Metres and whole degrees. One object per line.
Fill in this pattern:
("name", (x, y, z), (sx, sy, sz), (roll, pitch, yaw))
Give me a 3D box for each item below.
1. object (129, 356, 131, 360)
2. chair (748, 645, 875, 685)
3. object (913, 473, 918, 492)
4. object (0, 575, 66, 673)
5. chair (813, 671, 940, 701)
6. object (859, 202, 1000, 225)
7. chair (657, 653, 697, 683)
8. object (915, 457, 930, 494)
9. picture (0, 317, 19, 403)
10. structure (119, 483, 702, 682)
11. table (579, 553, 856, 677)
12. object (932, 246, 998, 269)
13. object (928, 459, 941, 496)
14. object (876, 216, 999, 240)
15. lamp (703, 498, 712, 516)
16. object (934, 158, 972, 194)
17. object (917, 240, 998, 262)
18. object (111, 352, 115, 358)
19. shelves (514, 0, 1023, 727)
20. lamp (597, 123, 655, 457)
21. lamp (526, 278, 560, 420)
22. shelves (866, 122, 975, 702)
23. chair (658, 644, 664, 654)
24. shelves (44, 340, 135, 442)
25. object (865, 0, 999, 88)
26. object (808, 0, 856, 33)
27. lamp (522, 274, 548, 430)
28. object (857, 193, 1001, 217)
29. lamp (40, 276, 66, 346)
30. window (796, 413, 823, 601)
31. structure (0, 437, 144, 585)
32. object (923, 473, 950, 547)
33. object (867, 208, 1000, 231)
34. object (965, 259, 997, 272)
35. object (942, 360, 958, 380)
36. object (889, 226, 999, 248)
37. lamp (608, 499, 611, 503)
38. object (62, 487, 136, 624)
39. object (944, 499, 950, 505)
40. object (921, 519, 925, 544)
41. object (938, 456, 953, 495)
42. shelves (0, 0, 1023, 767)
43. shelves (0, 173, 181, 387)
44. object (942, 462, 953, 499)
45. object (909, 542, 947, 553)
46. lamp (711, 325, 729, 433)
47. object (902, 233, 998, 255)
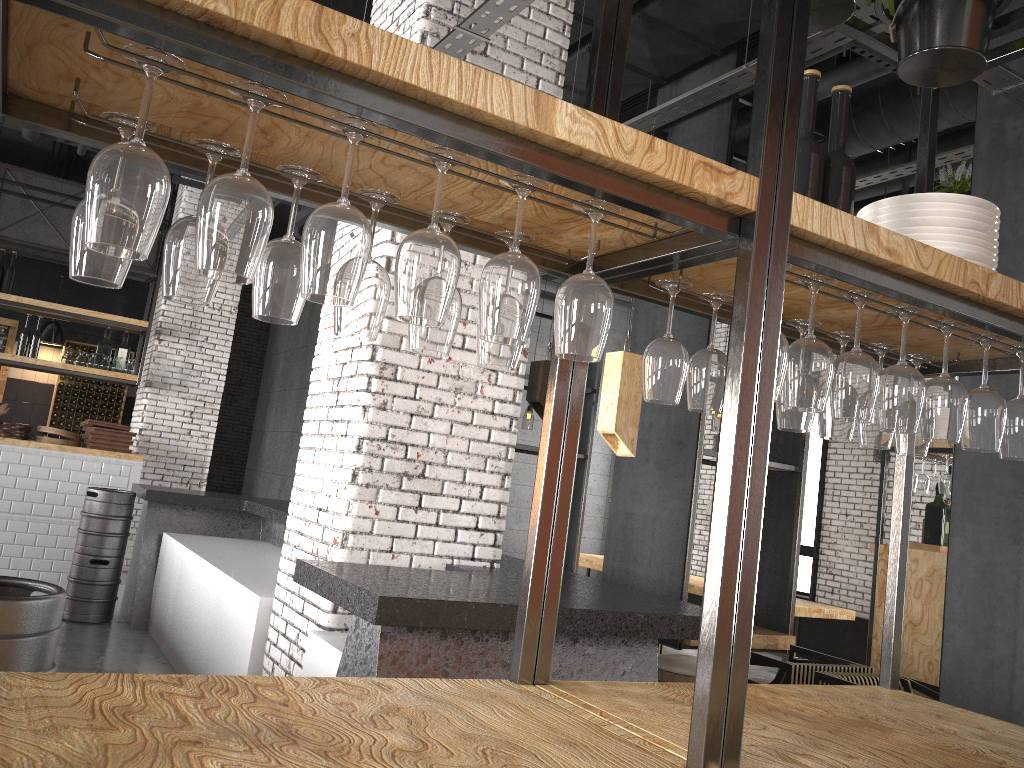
("object", (-5.417, -0.374, 12.507), (0.079, 0.079, 0.283), (12, -8, -29))
("chair", (1.607, 1.955, 5.191), (0.656, 0.732, 0.638), (12, -8, -27))
("object", (2.937, 0.657, 6.535), (0.101, 0.268, 0.100), (7, -8, 7))
("object", (-1.414, 1.024, 2.203), (0.399, 1.038, 0.396), (7, -8, 6))
("chair", (1.992, 1.925, 4.522), (0.656, 0.732, 0.638), (11, -8, -26))
("object", (1.060, -0.396, 2.272), (0.335, 0.039, 0.333), (3, -9, 36))
("chair", (0.727, 1.653, 4.069), (0.439, 0.808, 0.479), (2, -9, 34))
("object", (3.056, 0.681, 6.601), (0.101, 0.268, 0.100), (7, -8, 7))
("picture", (-7.225, -0.387, 11.795), (0.978, 1.145, 0.020), (12, -9, -29))
("structure", (-2.404, 0.989, 4.866), (4.302, 1.538, 5.871), (12, -8, -29))
("table", (1.795, 2.552, 10.020), (0.998, 0.765, 4.132), (12, -8, -29))
("object", (1.045, -0.285, 2.257), (0.335, 0.039, 0.333), (4, -8, 27))
("object", (3.182, 0.706, 6.672), (0.101, 0.268, 0.100), (7, -8, 7))
("object", (1.054, -0.358, 2.268), (0.335, 0.041, 0.333), (4, -8, 30))
("lamp", (2.484, 0.263, 9.716), (0.537, 2.412, 0.535), (7, -8, 7))
("object", (3.511, -1.370, 6.889), (0.416, 0.560, 0.466), (2, -9, 35))
("object", (1.048, -0.305, 2.259), (0.334, 0.040, 0.334), (9, -7, -7))
("object", (-5.569, -0.408, 12.400), (0.079, 0.079, 0.283), (12, -8, -29))
("shelves", (1.513, -0.422, 6.320), (1.001, 4.379, 6.142), (12, -8, -29))
("lamp", (0.549, -0.452, 3.968), (0.127, 1.551, 0.127), (12, -9, -29))
("lamp", (0.235, -0.502, 4.541), (0.127, 1.399, 0.127), (12, -9, -29))
("shelves", (3.957, 0.308, 7.012), (2.328, 5.033, 0.689), (12, -9, -29))
("chair", (0.698, 2.027, 6.791), (0.656, 0.732, 0.638), (12, -9, -30))
("shelves", (-5.905, 0.535, 12.244), (0.888, 2.154, 0.250), (12, -9, -29))
("object", (1.163, -1.098, 2.354), (0.466, 0.560, 0.416), (13, -9, -35))
("object", (0.747, -1.176, 2.180), (0.467, 0.560, 0.416), (11, -8, -21))
("lamp", (0.248, -0.353, 8.575), (0.108, 1.603, 0.108), (7, -8, 3))
("object", (1.062, -0.416, 2.276), (0.335, 0.039, 0.334), (3, -8, 34))
("lamp", (-6.201, -1.009, 12.050), (0.390, 0.940, 0.390), (12, -9, -26))
("window", (3.621, 1.271, 10.856), (0.364, 2.706, 0.748), (12, -9, -29))
("structure", (-6.725, 0.923, 8.273), (5.790, 1.349, 1.509), (12, -8, -29))
("object", (3.062, 0.911, 6.361), (0.106, 0.555, 0.156), (12, -9, -30))
("object", (1.057, -0.378, 2.270), (0.334, 0.044, 0.333), (3, -8, 31))
("object", (1.042, -0.266, 2.254), (0.335, 0.040, 0.333), (5, -8, 25))
("object", (3.392, -0.269, 6.700), (0.467, 0.560, 0.415), (4, -8, 26))
("object", (1.052, -0.339, 2.264), (0.335, 0.043, 0.333), (1, -10, 44))
("lamp", (1.625, 0.329, 11.209), (0.537, 2.412, 0.535), (6, -8, 13))
("object", (-3.310, 1.367, 7.115), (0.399, 1.038, 0.396), (7, -8, 6))
("object", (3.131, 1.022, 6.409), (0.070, 0.369, 0.107), (12, -9, -30))
("object", (3.122, 1.130, 6.688), (0.056, 0.249, 0.056), (14, -10, -36))
("object", (3.080, 0.646, 6.287), (0.101, 0.268, 0.100), (7, -8, 7))
("shelves", (-0.133, -0.909, 1.566), (3.653, 5.033, 0.689), (12, -9, -29))
("shelves", (-6.410, -1.978, 8.725), (5.667, 3.075, 0.597), (12, -9, -29))
("object", (3.309, 0.732, 6.743), (0.101, 0.268, 0.100), (7, -8, 7))
("object", (3.064, 1.201, 6.478), (0.410, 0.050, 0.411), (12, -8, -30))
("lamp", (1.549, -0.453, 6.311), (0.108, 1.603, 0.108), (5, -8, 17))
("object", (1.049, -0.320, 2.262), (0.334, 0.039, 0.334), (10, -7, -21))
